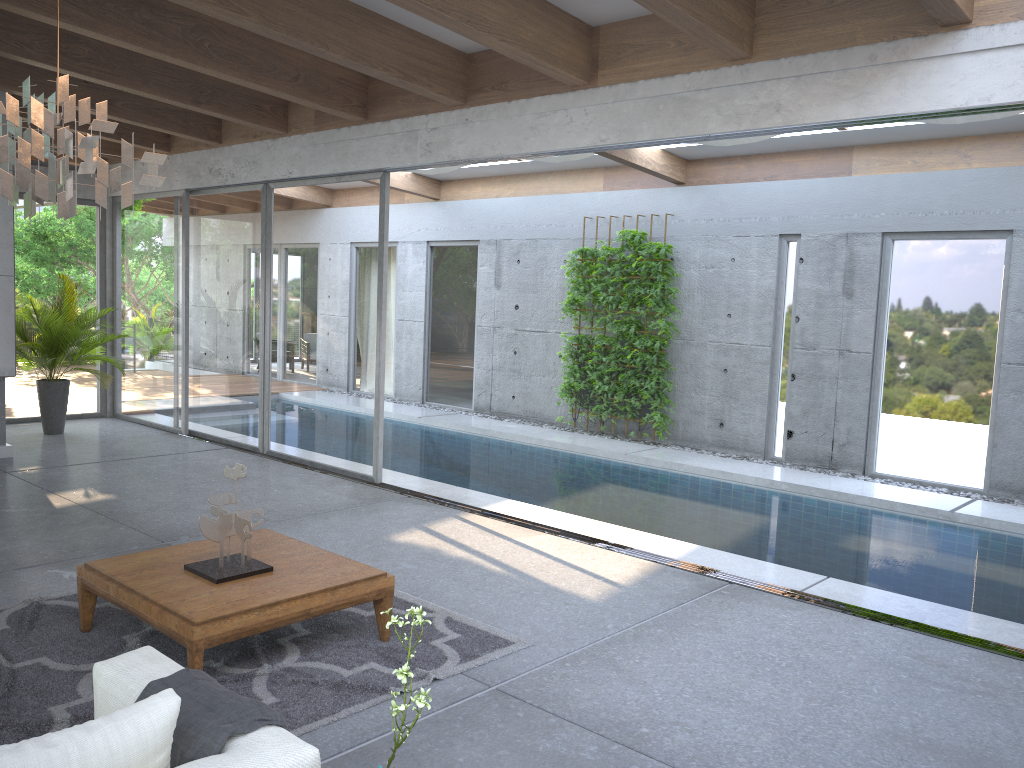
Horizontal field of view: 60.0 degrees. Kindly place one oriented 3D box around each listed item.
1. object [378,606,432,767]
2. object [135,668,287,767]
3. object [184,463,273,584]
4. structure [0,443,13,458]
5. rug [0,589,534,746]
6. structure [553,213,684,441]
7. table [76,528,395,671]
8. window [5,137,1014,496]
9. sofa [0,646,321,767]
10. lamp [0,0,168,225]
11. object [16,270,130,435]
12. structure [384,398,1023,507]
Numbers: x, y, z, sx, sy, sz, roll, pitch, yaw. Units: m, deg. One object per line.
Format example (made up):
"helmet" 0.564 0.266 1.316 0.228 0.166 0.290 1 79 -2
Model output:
"object" -0.319 0.992 2.505 0.171 0.750 0.238 -1 6 -27
"object" -0.931 1.232 2.448 0.472 0.704 0.857 7 7 38
"object" -1.352 0.625 4.244 0.379 0.518 0.346 7 7 42
"structure" -6.223 0.350 8.395 2.203 0.595 2.012 7 7 42
"rug" -1.759 1.222 3.924 2.187 0.056 3.186 7 7 42
"structure" 2.683 -0.259 6.776 2.739 2.687 10.282 -1 6 -31
"table" -1.335 1.058 4.290 1.112 0.352 1.048 7 7 42
"window" -1.123 -0.595 3.860 23.280 3.764 14.294 7 7 42
"sofa" -2.499 1.020 2.846 3.733 0.777 1.965 7 7 42
"lamp" -1.818 -1.299 3.265 0.862 1.400 0.636 2 6 -1
"object" -5.043 -0.360 9.759 1.484 1.819 1.798 -3 7 -41
"structure" 1.908 0.751 10.597 13.673 0.068 0.477 7 7 42
